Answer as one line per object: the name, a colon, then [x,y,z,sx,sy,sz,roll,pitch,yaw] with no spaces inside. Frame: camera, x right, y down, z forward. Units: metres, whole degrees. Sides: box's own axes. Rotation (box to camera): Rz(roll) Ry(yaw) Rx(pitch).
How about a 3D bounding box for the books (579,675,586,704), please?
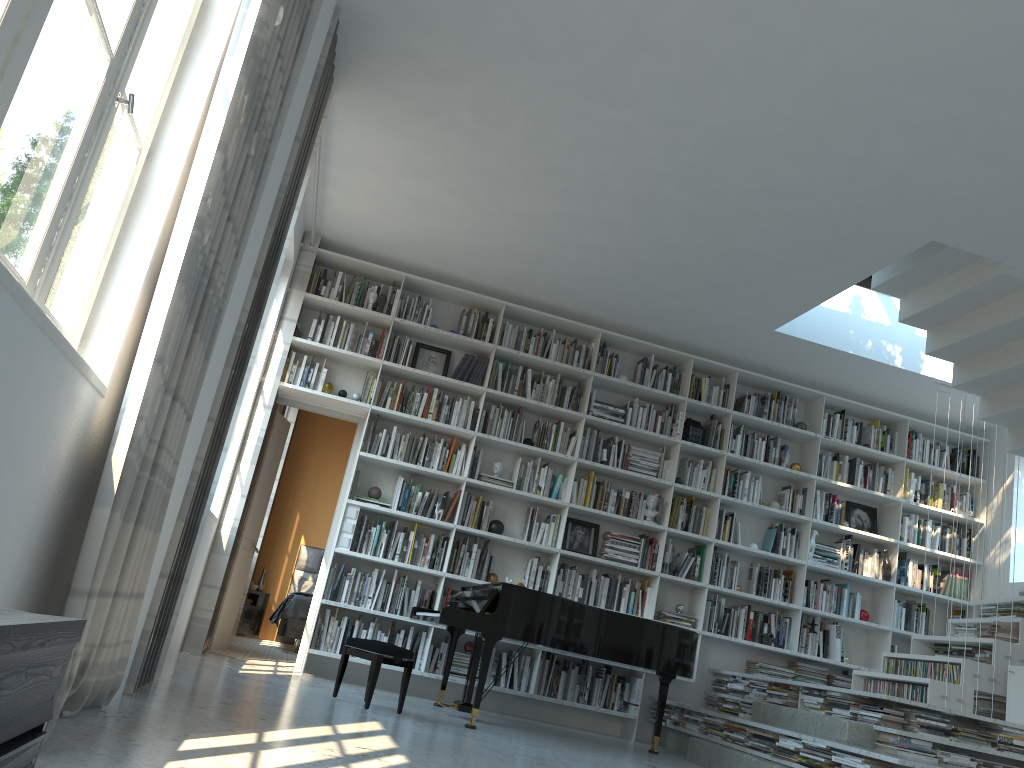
books: [0.521,2.354,6.864,0.022,0.212,0.167,15,-16,-10]

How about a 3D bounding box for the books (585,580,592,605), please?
books: [0.586,1.660,7.036,0.023,0.196,0.165,15,-16,-10]

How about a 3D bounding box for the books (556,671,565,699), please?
books: [0.355,2.310,6.822,0.028,0.206,0.175,15,-16,-10]

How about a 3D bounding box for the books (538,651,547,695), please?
books: [0.212,2.211,6.830,0.014,0.339,0.140,15,-16,-10]

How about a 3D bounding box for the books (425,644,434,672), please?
books: [-0.632,2.055,6.659,0.025,0.197,0.160,15,-16,-10]

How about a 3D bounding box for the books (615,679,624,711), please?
books: [0.815,2.428,6.926,0.028,0.227,0.162,15,-16,-10]

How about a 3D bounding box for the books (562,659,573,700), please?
books: [0.413,2.287,6.862,0.026,0.293,0.155,15,-16,-10]

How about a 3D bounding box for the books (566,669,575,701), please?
books: [0.433,2.323,6.861,0.030,0.234,0.138,15,-16,-10]

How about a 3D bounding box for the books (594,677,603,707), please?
books: [0.644,2.386,6.877,0.029,0.209,0.171,15,-16,-10]

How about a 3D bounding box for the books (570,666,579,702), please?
books: [0.464,2.318,6.869,0.028,0.260,0.133,15,-16,-10]

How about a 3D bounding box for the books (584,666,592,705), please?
books: [0.560,2.325,6.873,0.014,0.287,0.185,15,-16,-10]

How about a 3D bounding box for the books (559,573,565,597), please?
books: [0.366,1.599,7.009,0.024,0.207,0.170,15,-16,-10]

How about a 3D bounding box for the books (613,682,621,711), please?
books: [0.792,2.429,6.907,0.022,0.204,0.191,15,-16,-10]

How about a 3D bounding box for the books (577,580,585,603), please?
books: [0.521,1.648,7.018,0.029,0.183,0.175,15,-16,-10]

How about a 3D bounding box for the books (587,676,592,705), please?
books: [0.595,2.379,6.895,0.040,0.211,0.129,15,-16,-10]

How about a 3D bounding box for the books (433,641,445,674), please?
books: [-0.553,2.056,6.668,0.023,0.231,0.164,15,-16,-10]

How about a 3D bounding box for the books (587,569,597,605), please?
books: [0.616,1.625,7.066,0.026,0.291,0.152,15,-16,-10]

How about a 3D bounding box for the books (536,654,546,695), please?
books: [0.199,2.222,6.807,0.014,0.300,0.185,15,-16,-10]

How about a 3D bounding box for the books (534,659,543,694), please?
books: [0.176,2.237,6.797,0.026,0.255,0.184,15,-16,-10]

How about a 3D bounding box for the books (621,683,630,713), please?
books: [0.856,2.439,6.918,0.029,0.217,0.191,15,-16,-10]

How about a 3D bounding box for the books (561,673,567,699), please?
books: [0.374,2.329,6.854,0.030,0.196,0.143,15,-16,-10]

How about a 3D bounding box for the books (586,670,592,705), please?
books: [0.572,2.346,6.888,0.024,0.261,0.132,15,-16,-10]

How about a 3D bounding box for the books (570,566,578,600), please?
books: [0.467,1.587,7.027,0.013,0.281,0.166,15,-16,-10]

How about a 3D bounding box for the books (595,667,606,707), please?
books: [0.671,2.352,6.893,0.011,0.292,0.184,15,-16,-10]

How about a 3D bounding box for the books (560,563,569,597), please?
books: [0.394,1.571,7.041,0.027,0.289,0.141,15,-16,-10]

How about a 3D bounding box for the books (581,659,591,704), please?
books: [0.552,2.299,6.876,0.014,0.334,0.183,15,-16,-10]

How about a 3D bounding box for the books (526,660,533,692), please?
books: [0.115,2.239,6.811,0.021,0.237,0.116,15,-16,-10]

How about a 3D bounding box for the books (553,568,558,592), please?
books: [0.306,1.567,7.008,0.029,0.243,0.154,15,-16,-10]

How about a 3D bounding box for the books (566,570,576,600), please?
books: [0.444,1.600,7.022,0.027,0.245,0.179,15,-16,-10]

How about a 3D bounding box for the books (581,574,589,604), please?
books: [0.552,1.631,7.037,0.029,0.237,0.166,15,-16,-10]

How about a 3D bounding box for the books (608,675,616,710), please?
books: [0.759,2.394,6.908,0.011,0.257,0.172,15,-16,-10]

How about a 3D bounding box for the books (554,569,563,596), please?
books: [0.347,1.578,6.997,0.027,0.233,0.168,15,-16,-10]

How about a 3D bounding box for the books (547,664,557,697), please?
books: [0.295,2.280,6.839,0.022,0.246,0.144,15,-16,-10]

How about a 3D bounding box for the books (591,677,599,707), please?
books: [0.626,2.381,6.868,0.010,0.205,0.180,15,-16,-10]

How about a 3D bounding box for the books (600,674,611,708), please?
books: [0.696,2.376,6.882,0.044,0.250,0.187,15,-16,-10]

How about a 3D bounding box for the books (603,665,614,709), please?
books: [0.728,2.354,6.900,0.013,0.316,0.187,15,-16,-10]

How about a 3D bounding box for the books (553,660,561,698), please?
books: [0.326,2.274,6.849,0.012,0.275,0.155,15,-16,-10]

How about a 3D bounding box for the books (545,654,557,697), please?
books: [0.277,2.241,6.833,0.034,0.310,0.170,15,-16,-10]

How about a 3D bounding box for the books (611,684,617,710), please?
books: [0.766,2.432,6.911,0.024,0.190,0.155,15,-16,-10]

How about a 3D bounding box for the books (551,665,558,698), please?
books: [0.312,2.288,6.837,0.012,0.238,0.129,15,-16,-10]

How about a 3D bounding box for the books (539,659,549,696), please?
books: [0.232,2.255,6.828,0.025,0.263,0.145,15,-16,-10]

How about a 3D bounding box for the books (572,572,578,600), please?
books: [0.475,1.613,7.043,0.021,0.243,0.142,15,-16,-10]

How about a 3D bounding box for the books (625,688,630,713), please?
books: [0.875,2.466,6.930,0.023,0.181,0.149,15,-16,-10]

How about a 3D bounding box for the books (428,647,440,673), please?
books: [-0.595,2.070,6.657,0.053,0.183,0.148,15,-16,-10]

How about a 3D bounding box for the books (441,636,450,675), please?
books: [-0.501,2.048,6.692,0.027,0.281,0.129,15,-16,-10]

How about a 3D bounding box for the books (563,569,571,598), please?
books: [0.415,1.596,7.034,0.024,0.247,0.132,15,-16,-10]

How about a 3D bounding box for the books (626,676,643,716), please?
books: [0.928,2.416,6.882,0.038,0.268,0.278,15,-16,-10]

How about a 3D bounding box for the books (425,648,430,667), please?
books: [-0.647,2.036,6.664,0.012,0.230,0.138,15,-16,-10]

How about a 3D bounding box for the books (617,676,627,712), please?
books: [0.839,2.417,6.925,0.013,0.255,0.177,15,-16,-10]

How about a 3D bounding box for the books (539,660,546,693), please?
books: [0.212,2.255,6.833,0.010,0.258,0.131,15,-16,-10]

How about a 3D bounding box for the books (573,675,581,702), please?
books: [0.483,2.351,6.865,0.024,0.203,0.145,15,-16,-10]

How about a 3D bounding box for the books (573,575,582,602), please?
books: [0.499,1.626,7.022,0.023,0.217,0.175,15,-16,-10]

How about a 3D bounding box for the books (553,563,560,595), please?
books: [0.330,1.556,7.009,0.011,0.274,0.146,15,-16,-10]

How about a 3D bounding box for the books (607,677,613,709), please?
books: [0.734,2.401,6.916,0.028,0.238,0.140,15,-16,-10]

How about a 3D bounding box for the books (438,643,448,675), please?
books: [-0.532,2.067,6.680,0.027,0.226,0.139,15,-16,-10]

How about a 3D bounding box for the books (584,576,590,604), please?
books: [0.569,1.643,7.049,0.013,0.229,0.139,15,-16,-10]

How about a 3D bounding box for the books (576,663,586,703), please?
books: [0.512,2.315,6.867,0.013,0.284,0.185,15,-16,-10]

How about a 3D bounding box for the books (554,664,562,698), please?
books: [0.335,2.287,6.848,0.012,0.254,0.151,15,-16,-10]

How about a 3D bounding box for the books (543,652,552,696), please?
books: [0.259,2.222,6.831,0.012,0.336,0.144,15,-16,-10]
